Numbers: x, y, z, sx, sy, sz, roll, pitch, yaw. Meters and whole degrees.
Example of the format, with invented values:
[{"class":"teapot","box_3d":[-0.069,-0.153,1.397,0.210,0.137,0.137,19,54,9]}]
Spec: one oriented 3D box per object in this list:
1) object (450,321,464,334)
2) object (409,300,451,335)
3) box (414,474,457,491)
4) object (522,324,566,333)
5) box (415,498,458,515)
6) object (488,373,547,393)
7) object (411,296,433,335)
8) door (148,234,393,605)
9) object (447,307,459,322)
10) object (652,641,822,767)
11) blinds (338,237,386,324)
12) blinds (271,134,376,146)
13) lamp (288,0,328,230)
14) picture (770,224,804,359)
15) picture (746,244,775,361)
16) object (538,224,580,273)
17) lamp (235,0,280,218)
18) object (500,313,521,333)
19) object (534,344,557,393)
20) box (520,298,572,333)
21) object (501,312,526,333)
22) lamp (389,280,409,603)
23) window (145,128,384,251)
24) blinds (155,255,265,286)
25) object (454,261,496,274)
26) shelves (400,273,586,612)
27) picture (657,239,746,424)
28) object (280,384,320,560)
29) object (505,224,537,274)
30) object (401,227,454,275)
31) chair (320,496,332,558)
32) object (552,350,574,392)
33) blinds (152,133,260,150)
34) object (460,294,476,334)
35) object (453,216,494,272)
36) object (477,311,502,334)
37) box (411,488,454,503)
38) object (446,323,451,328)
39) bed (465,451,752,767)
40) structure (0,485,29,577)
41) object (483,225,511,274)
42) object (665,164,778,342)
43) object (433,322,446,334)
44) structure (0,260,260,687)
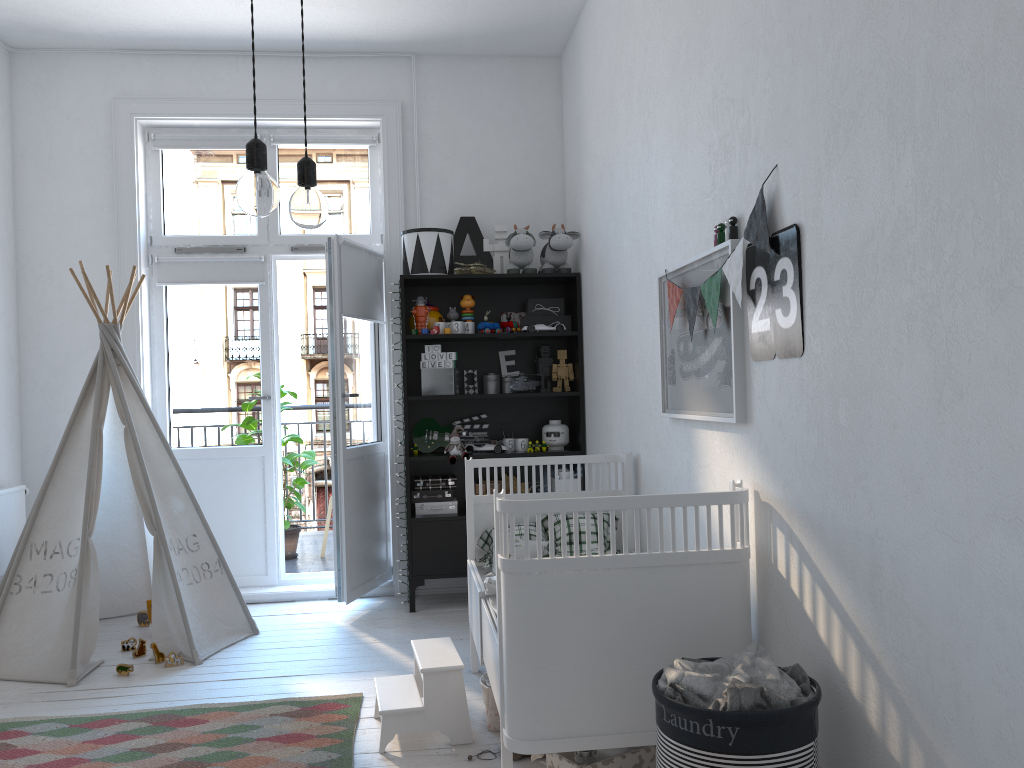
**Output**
[{"class":"object","box_3d":[-0.279,-0.283,4.514,0.067,0.067,0.067,-2,0,-6]},{"class":"object","box_3d":[-0.431,-0.342,4.583,0.197,0.197,0.318,-2,0,-10]},{"class":"box","box_3d":[-0.398,0.512,4.605,0.215,0.062,0.179,-2,0,-7]},{"class":"object","box_3d":[0.161,-0.285,4.558,0.230,0.048,0.098,-2,0,-17]},{"class":"box","box_3d":[-0.394,0.635,4.603,0.215,0.062,0.179,-2,0,-7]},{"class":"object","box_3d":[0.056,-0.005,4.620,0.368,0.106,0.349,-2,0,-5]},{"class":"object","box_3d":[-0.456,-0.346,4.509,0.105,0.203,0.072,-2,0,1]},{"class":"door","box_3d":[-1.282,0.181,4.592,1.263,1.838,0.637,-2,0,-5]},{"class":"object","box_3d":[-0.310,-0.327,4.674,0.063,0.160,0.063,-2,0,-28]},{"class":"object","box_3d":[0.476,0.827,1.879,0.345,0.513,0.346,-2,0,-16]},{"class":"blinds","box_3d":[-0.765,-0.523,4.599,0.032,0.390,0.565,-2,0,13]},{"class":"blinds","box_3d":[-1.030,-1.337,4.856,0.565,0.060,0.032,-2,0,-7]},{"class":"lamp","box_3d":[-0.745,-1.038,2.206,0.074,1.530,1.381,-2,0,-32]},{"class":"picture","box_3d":[0.643,-0.213,2.084,0.013,0.305,0.153,-2,0,-7]},{"class":"picture","box_3d":[0.626,-0.210,2.237,0.010,0.301,0.152,-2,0,-7]},{"class":"object","box_3d":[0.199,-0.684,4.604,0.211,0.253,0.386,-2,0,-23]},{"class":"lamp","box_3d":[-0.803,-1.037,2.079,0.074,1.530,1.381,-2,0,-32]},{"class":"object","box_3d":[-0.013,-0.318,4.627,0.087,0.112,0.122,-2,0,-36]},{"class":"object","box_3d":[0.181,-0.085,4.687,0.117,0.259,0.081,-2,0,-7]},{"class":"box","box_3d":[0.179,-0.356,4.700,0.251,0.189,0.179,-2,0,-7]},{"class":"object","box_3d":[0.116,-0.326,4.799,0.347,0.131,0.037,-2,0,-7]},{"class":"lamp","box_3d":[-0.133,0.284,4.679,0.985,1.684,0.095,-2,0,-9]},{"class":"window","box_3d":[-1.338,-1.065,4.839,1.263,0.660,0.101,-2,0,-7]},{"class":"blinds","box_3d":[-1.626,-0.612,4.783,0.565,0.158,0.032,-2,0,-7]},{"class":"object","box_3d":[-0.206,-0.600,4.565,0.121,0.100,0.338,-2,0,28]},{"class":"shelves","box_3d":[-0.100,0.286,4.619,0.911,1.677,0.353,-2,0,-7]},{"class":"picture","box_3d":[0.563,-0.137,2.715,0.030,0.493,0.703,-2,0,-7]},{"class":"object","box_3d":[-1.590,0.536,5.865,0.720,1.225,0.489,-2,0,3]},{"class":"object","box_3d":[0.048,-0.680,4.582,0.154,0.253,0.370,-2,0,1]},{"class":"object","box_3d":[-0.413,-0.673,4.651,0.272,0.259,0.395,-2,0,22]},{"class":"chair","box_3d":[-0.985,0.775,5.908,0.436,0.715,0.498,-2,0,38]},{"class":"object","box_3d":[0.264,-0.068,4.634,0.114,0.221,0.052,-2,0,-7]},{"class":"blinds","box_3d":[-1.646,-1.306,4.783,0.565,0.087,0.032,-2,0,-7]},{"class":"object","box_3d":[-0.226,-0.357,4.560,0.077,0.213,0.077,-2,0,27]},{"class":"object","box_3d":[-0.232,-0.720,4.747,0.343,0.344,0.057,-2,0,-7]},{"class":"object","box_3d":[-0.117,-0.316,4.573,0.121,0.126,0.087,-2,0,-29]},{"class":"box","box_3d":[-0.415,0.574,4.601,0.215,0.062,0.179,-2,0,-7]},{"class":"object","box_3d":[-0.319,-0.281,4.569,0.067,0.067,0.067,-2,0,-33]},{"class":"bed","box_3d":[0.226,0.685,2.897,0.670,0.833,1.404,-2,0,-7]},{"class":"structure","box_3d":[-2.408,0.727,4.241,0.075,0.460,0.635,-2,0,-10]},{"class":"object","box_3d":[-0.056,-0.698,4.737,0.190,0.290,0.065,-2,0,-2]},{"class":"object","box_3d":[0.573,-0.336,2.552,0.058,0.415,0.905,-2,0,-7]},{"class":"object","box_3d":[-0.367,-0.280,4.519,0.067,0.067,0.067,-2,0,-6]},{"class":"structure","box_3d":[-1.795,0.302,3.996,1.143,1.749,1.143,-2,0,-31]}]
